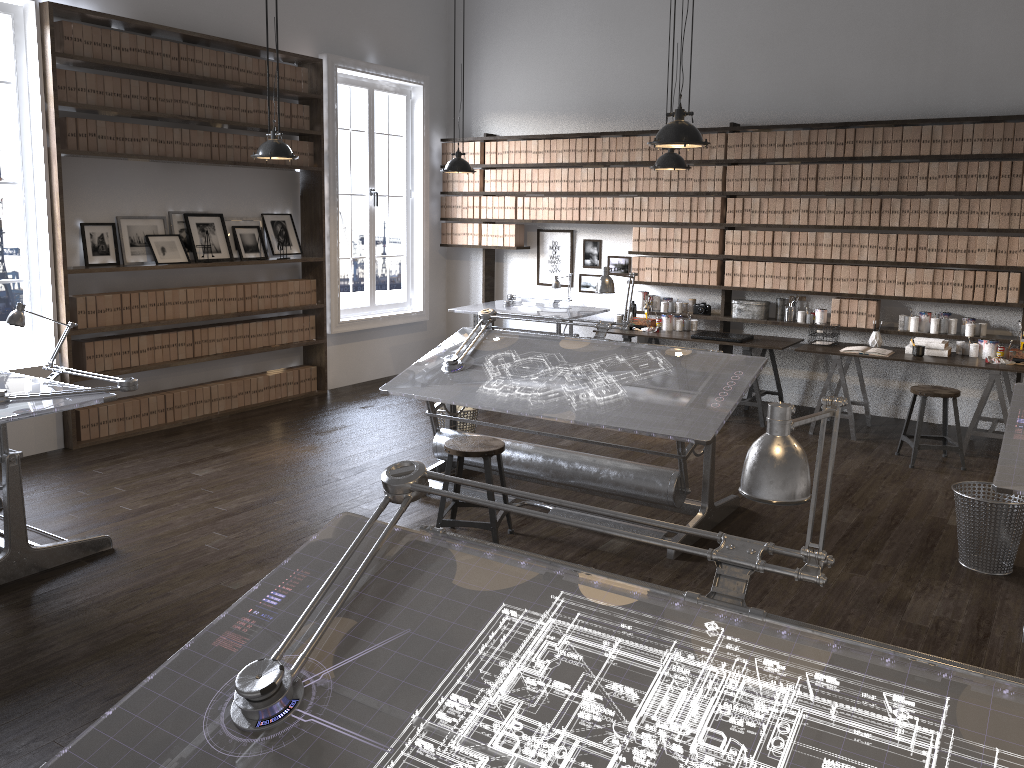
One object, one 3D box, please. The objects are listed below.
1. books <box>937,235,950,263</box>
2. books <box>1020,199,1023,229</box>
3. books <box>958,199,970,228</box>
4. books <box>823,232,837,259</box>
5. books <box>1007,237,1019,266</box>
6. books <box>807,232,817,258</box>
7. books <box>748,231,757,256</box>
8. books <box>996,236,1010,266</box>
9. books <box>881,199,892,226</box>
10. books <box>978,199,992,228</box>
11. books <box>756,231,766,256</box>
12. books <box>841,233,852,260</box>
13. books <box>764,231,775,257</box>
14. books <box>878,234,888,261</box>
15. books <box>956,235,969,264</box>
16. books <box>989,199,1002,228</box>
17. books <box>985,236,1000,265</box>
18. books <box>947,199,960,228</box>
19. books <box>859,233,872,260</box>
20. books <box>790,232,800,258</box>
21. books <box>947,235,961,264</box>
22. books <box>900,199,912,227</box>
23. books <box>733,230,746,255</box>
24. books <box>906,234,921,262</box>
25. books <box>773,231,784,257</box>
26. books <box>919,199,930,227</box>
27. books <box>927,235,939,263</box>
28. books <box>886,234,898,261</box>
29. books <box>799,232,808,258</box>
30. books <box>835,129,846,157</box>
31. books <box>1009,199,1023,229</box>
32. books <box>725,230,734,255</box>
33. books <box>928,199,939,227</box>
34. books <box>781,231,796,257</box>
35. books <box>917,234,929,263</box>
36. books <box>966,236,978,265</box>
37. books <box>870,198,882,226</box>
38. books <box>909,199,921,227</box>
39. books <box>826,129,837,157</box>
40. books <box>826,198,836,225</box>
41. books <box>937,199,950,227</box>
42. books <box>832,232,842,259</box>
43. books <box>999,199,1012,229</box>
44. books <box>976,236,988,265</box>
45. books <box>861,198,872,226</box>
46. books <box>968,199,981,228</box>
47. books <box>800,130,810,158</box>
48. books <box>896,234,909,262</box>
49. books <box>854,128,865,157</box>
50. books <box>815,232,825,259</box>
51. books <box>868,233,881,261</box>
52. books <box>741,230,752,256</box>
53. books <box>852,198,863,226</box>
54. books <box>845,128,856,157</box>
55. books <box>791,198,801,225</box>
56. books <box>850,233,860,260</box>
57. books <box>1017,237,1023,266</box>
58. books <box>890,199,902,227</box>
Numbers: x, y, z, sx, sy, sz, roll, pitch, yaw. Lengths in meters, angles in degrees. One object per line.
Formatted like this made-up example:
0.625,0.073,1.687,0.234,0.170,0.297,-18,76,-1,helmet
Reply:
3.356,-1.043,6.881,0.067,0.224,0.175,6,11,32,books
3.811,-1.253,6.554,0.067,0.224,0.175,6,11,32,books
3.465,-1.301,6.775,0.067,0.224,0.175,6,11,32,books
2.636,-1.142,7.339,0.067,0.224,0.175,6,11,32,books
3.755,-0.989,6.627,0.067,0.224,0.175,6,11,32,books
2.525,-1.157,7.407,0.067,0.224,0.175,6,11,32,books
2.112,-1.215,7.676,0.067,0.224,0.175,6,11,32,books
3.695,-0.996,6.663,0.067,0.224,0.175,6,11,32,books
3.002,-1.366,7.073,0.067,0.224,0.175,6,11,32,books
3.581,-1.285,6.698,0.067,0.224,0.175,6,11,32,books
2.168,-1.208,7.642,0.067,0.224,0.175,6,11,32,books
2.756,-1.126,7.264,0.067,0.224,0.175,6,11,32,books
2.228,-1.199,7.598,0.067,0.224,0.175,6,11,32,books
2.992,-1.092,7.107,0.067,0.224,0.175,6,11,32,books
3.469,-1.026,6.802,0.067,0.224,0.175,6,11,32,books
3.640,-1.276,6.656,0.067,0.224,0.175,6,11,32,books
3.634,-1.004,6.698,0.067,0.224,0.175,6,11,32,books
3.404,-1.309,6.809,0.067,0.224,0.175,6,11,32,books
2.872,-1.110,7.188,0.067,0.224,0.175,6,11,32,books
2.412,-1.174,7.486,0.067,0.224,0.175,6,11,32,books
3.416,-1.035,6.843,0.067,0.224,0.175,6,11,32,books
3.121,-1.349,6.996,0.067,0.224,0.175,6,11,32,books
1.996,-1.230,7.745,0.067,0.224,0.175,6,11,32,books
3.171,-1.068,6.994,0.067,0.224,0.175,6,11,32,books
2.294,-1.191,7.562,0.067,0.224,0.175,6,11,32,books
3.234,-1.332,6.917,0.067,0.224,0.175,6,11,32,books
3.295,-1.051,6.916,0.067,0.224,0.175,6,11,32,books
3.047,-1.086,7.077,0.067,0.224,0.175,6,11,32,books
2.472,-1.166,7.448,0.067,0.224,0.175,6,11,32,books
2.689,-1.953,7.202,0.067,0.224,0.175,6,11,32,books
3.751,-1.261,6.590,0.067,0.224,0.175,6,11,32,books
1.937,-1.239,7.787,0.067,0.224,0.175,6,11,32,books
3.292,-1.325,6.885,0.067,0.224,0.175,6,11,32,books
2.351,-1.182,7.520,0.067,0.224,0.175,6,11,32,books
3.238,-1.060,6.958,0.067,0.224,0.175,6,11,32,books
3.528,-1.020,6.770,0.067,0.224,0.175,6,11,32,books
2.936,-1.374,7.108,0.067,0.224,0.175,6,11,32,books
3.181,-1.341,6.958,0.067,0.224,0.175,6,11,32,books
2.626,-1.960,7.236,0.067,0.224,0.175,6,11,32,books
2.646,-1.414,7.297,0.067,0.224,0.175,6,11,32,books
3.344,-1.317,6.850,0.067,0.224,0.175,6,11,32,books
2.695,-1.134,7.299,0.067,0.224,0.175,6,11,32,books
3.696,-1.268,6.621,0.067,0.224,0.175,6,11,32,books
3.580,-1.012,6.735,0.067,0.224,0.175,6,11,32,books
2.877,-1.383,7.153,0.067,0.224,0.175,6,11,32,books
3.525,-1.293,6.739,0.067,0.224,0.175,6,11,32,books
2.450,-1.984,7.347,0.067,0.224,0.175,6,11,32,books
3.112,-1.077,7.038,0.067,0.224,0.175,6,11,32,books
2.814,-1.935,7.122,0.067,0.224,0.175,6,11,32,books
2.584,-1.150,7.374,0.067,0.224,0.175,6,11,32,books
2.931,-1.101,7.146,0.067,0.224,0.175,6,11,32,books
2.057,-1.222,7.706,0.067,0.224,0.175,6,11,32,books
2.821,-1.390,7.186,0.067,0.224,0.175,6,11,32,books
2.748,-1.943,7.157,0.067,0.224,0.175,6,11,32,books
2.409,-1.447,7.448,0.067,0.224,0.175,6,11,32,books
2.816,-1.118,7.228,0.067,0.224,0.175,6,11,32,books
3.806,-0.980,6.587,0.067,0.224,0.175,6,11,32,books
3.059,-1.357,7.031,0.067,0.224,0.175,6,11,32,books
